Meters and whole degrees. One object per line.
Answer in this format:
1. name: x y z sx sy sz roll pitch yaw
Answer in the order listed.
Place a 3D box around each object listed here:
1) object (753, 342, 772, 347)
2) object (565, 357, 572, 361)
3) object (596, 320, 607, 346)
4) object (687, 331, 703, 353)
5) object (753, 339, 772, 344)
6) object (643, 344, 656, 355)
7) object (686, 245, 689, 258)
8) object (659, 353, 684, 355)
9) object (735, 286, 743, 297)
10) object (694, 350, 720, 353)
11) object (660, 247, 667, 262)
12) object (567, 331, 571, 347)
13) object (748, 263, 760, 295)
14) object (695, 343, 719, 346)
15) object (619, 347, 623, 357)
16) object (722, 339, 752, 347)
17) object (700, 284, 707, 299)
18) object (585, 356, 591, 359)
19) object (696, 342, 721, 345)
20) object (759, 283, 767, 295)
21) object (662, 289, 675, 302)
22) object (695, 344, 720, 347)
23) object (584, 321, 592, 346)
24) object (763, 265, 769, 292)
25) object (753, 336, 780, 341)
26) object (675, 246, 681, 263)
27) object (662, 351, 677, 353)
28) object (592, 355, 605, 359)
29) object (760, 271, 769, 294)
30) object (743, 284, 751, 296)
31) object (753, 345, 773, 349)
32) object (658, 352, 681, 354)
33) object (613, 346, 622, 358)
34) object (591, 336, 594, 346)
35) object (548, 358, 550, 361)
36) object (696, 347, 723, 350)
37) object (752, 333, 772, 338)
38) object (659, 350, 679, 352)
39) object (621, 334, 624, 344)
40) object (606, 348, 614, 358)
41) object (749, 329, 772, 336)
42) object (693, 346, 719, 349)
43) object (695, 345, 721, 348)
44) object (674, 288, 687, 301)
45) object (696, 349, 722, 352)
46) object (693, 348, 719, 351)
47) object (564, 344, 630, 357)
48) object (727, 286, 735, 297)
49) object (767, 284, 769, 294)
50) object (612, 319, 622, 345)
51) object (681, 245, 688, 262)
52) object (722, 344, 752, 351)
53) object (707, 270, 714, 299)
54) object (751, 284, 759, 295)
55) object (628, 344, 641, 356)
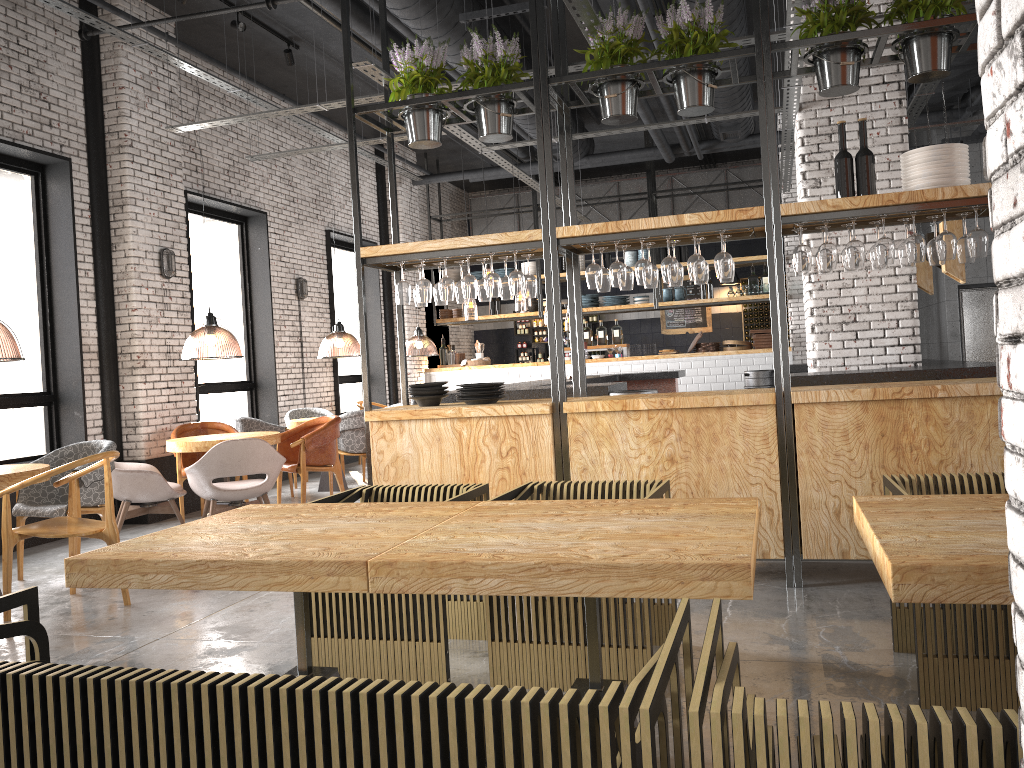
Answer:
1. object: 3.888 -0.603 13.473 0.405 0.044 0.636 -3 1 19
2. object: 0.910 -0.405 14.136 0.216 0.059 0.324 -3 1 16
3. object: 1.450 -0.824 14.320 0.154 0.404 0.154 -3 0 16
4. object: 2.837 -0.647 13.723 0.242 0.338 0.488 -3 1 2
5. object: 3.885 -0.647 13.473 0.405 0.044 0.636 -3 1 13
6. object: 2.182 -0.551 14.048 0.181 0.168 0.170 -3 1 -4
7. object: 2.812 -2.158 14.365 0.098 0.458 0.098 -3 0 -6
8. object: 2.518 -0.473 13.853 0.458 0.019 0.406 -4 1 -32
9. object: 3.546 -1.451 13.854 0.118 0.181 0.118 -3 0 -24
10. object: 3.052 -0.503 13.775 0.407 0.019 0.458 -4 1 -38
11. object: 2.422 -2.132 14.198 0.098 0.458 0.098 -3 0 39
12. object: 0.983 -0.799 14.453 0.154 0.404 0.154 -3 0 16
13. object: 3.801 -1.649 13.961 0.156 0.554 0.106 -3 0 21
14. object: 3.044 -0.615 13.775 0.407 0.019 0.458 -4 1 -40
15. object: 1.702 -0.501 13.997 0.122 0.165 0.112 -3 0 -19
16. object: 3.455 -0.630 13.614 0.440 0.154 0.437 -4 1 -27
17. object: 3.052 -1.572 14.165 0.098 0.471 0.098 -3 0 5
18. object: 1.145 -0.416 14.090 0.216 0.056 0.324 -3 1 16
19. object: 3.025 -0.630 13.779 0.458 0.019 0.406 -4 1 -27
20. object: 3.901 -1.470 13.772 0.118 0.181 0.118 -3 0 0
21. object: 2.532 -1.424 14.302 0.198 0.230 0.166 -3 0 23
22. object: 3.050 -0.599 13.772 0.407 0.019 0.458 -4 1 -31
23. object: 1.218 -0.812 14.392 0.154 0.404 0.154 -3 0 16
24. object: 3.983 -1.661 13.917 0.140 0.550 0.097 -3 0 21
25. object: 3.882 -0.691 13.473 0.405 0.044 0.636 -3 1 17
26. object: 2.632 -2.143 14.136 0.098 0.458 0.098 -3 0 -6
27. object: 2.477 -0.501 13.906 0.214 0.013 0.521 -3 1 12
28. object: 1.363 -0.429 14.008 0.216 0.060 0.324 -3 1 16
29. object: 3.989 -1.585 13.922 0.156 0.406 0.106 -3 0 21
30. object: 3.661 -1.457 13.810 0.118 0.181 0.118 -4 0 -40
31. object: 3.890 -0.558 13.473 0.405 0.044 0.636 -3 1 12
32. object: 2.486 -0.489 13.910 0.276 0.019 0.514 -3 1 21
33. object: 1.656 -0.508 13.878 0.128 0.189 0.123 -3 0 25
34. object: 1.300 -0.694 14.309 0.031 0.164 0.046 -3 0 41
35. object: 0.690 -0.392 14.215 0.216 0.056 0.324 -3 1 16
36. object: 3.038 -0.550 13.778 0.458 0.019 0.406 -4 1 -15
37. object: 3.880 -0.735 13.473 0.405 0.044 0.636 -3 1 10
38. object: 2.485 -0.515 13.905 0.229 0.016 0.557 -3 1 22
39. object: 1.762 -0.718 14.146 0.061 0.164 0.034 -3 0 -40
40. object: 1.551 -0.492 13.983 0.112 0.165 0.122 -4 0 -40
41. object: 3.810 -0.775 13.427 0.406 0.094 0.637 -3 1 14
42. object: 3.008 -0.565 13.772 0.406 0.019 0.458 -3 1 30
43. object: 3.025 -0.582 13.779 0.458 0.019 0.406 -4 1 -31
44. object: 2.699 -1.432 14.240 0.166 0.230 0.198 -3 0 -13
45. object: 3.065 -0.519 13.763 0.407 0.019 0.458 -4 1 -11
46. object: 3.046 -0.535 13.777 0.458 0.019 0.407 -2 2 45
47. object: 1.278 -0.336 14.382 1.249 0.551 0.315 -3 0 16
48. object: 3.434 -1.445 13.906 0.118 0.181 0.118 -3 0 -20
49. object: 4.004 -1.474 13.687 0.118 0.181 0.118 -3 0 40
50. object: 1.689 -0.836 14.253 0.154 0.404 0.154 -3 0 16
51. object: 2.735 -2.148 14.106 0.098 0.458 0.098 -3 0 -6
52. object: 3.455 -0.562 13.612 0.436 0.097 0.437 -2 1 41
53. object: 3.155 -1.578 14.135 0.098 0.471 0.098 -3 0 24
54. object: 3.780 -1.463 13.789 0.118 0.181 0.118 -3 0 -7
55. object: 1.938 -0.536 14.025 0.181 0.168 0.170 -3 1 26
